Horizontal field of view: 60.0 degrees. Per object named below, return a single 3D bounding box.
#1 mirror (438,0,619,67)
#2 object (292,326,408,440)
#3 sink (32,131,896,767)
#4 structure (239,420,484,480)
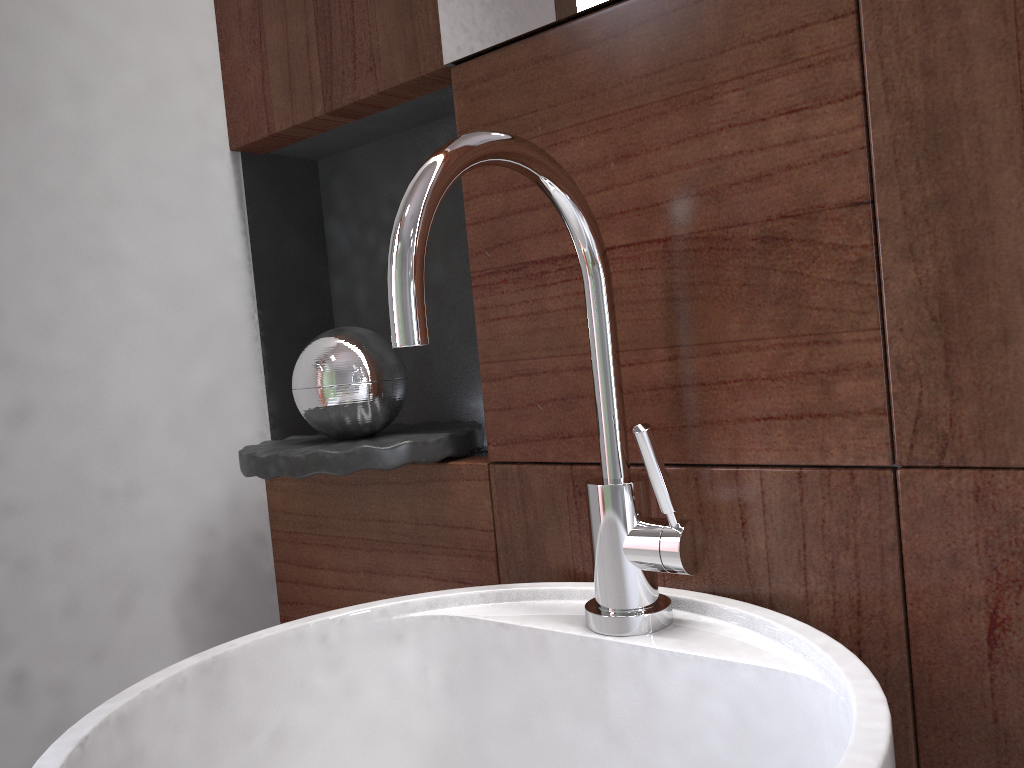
[{"bbox_3d":[0.039,-0.576,0.591,0.316,0.635,0.010,-4,3,40],"label":"mirror"},{"bbox_3d":[0.329,-0.030,0.401,1.350,0.104,0.104,-4,3,40],"label":"object"},{"bbox_3d":[-0.020,0.218,0.466,0.415,0.715,0.417,-4,3,40],"label":"sink"},{"bbox_3d":[-0.136,0.058,0.818,0.222,0.023,0.220,-5,2,0],"label":"structure"}]
